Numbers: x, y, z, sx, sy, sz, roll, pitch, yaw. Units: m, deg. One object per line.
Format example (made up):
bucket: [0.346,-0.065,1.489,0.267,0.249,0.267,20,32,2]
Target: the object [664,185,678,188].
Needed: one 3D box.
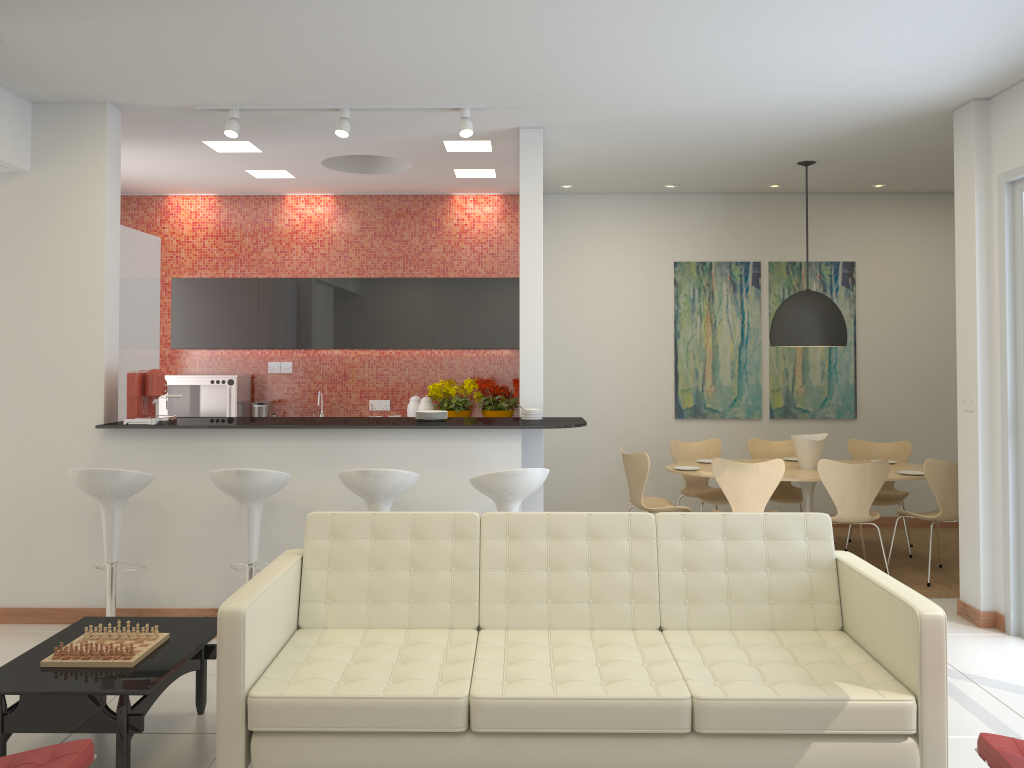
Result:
object: [1.464,-1.826,8.171,0.129,0.010,0.129,-2,3,-44]

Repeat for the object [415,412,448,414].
object: [-0.524,0.192,5.768,0.210,0.015,0.210,2,3,45]

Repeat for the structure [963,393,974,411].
structure: [2.806,0.110,5.448,0.013,0.104,0.114,0,0,1]

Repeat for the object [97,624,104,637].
object: [-1.749,1.044,3.760,0.030,0.052,0.030,0,-1,-7]

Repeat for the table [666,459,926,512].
table: [2.375,1.042,7.124,2.261,0.730,1.279,0,1,1]

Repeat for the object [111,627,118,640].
object: [-1.669,1.046,3.719,0.030,0.050,0.030,0,-1,8]

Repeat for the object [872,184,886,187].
object: [3.377,-1.825,8.150,0.129,0.010,0.129,-2,3,-44]

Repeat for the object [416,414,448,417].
object: [-0.524,0.206,5.768,0.210,0.015,0.210,2,3,45]

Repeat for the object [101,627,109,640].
object: [-1.709,1.046,3.720,0.030,0.050,0.030,0,-1,8]

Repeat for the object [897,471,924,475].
object: [3.054,0.682,6.760,0.210,0.015,0.210,-1,2,-34]

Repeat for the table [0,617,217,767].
table: [-1.645,1.304,3.647,0.701,0.423,0.916,0,1,1]

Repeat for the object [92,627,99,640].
object: [-1.749,1.046,3.720,0.030,0.050,0.030,0,-1,8]

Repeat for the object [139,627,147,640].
object: [-1.549,1.046,3.718,0.030,0.050,0.030,0,-1,8]

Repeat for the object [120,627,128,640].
object: [-1.629,1.046,3.719,0.030,0.050,0.030,0,-1,8]

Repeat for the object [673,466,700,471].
object: [1.390,0.673,7.037,0.210,0.015,0.210,1,2,23]

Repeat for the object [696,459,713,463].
object: [1.668,0.658,7.503,0.210,0.015,0.210,1,2,23]

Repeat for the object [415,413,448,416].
object: [-0.524,0.199,5.768,0.210,0.015,0.210,2,3,45]

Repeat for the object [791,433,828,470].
object: [2.386,0.539,7.122,0.271,0.280,0.261,0,0,36]

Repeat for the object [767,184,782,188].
object: [2.421,-1.825,8.160,0.129,0.010,0.129,-2,3,-44]

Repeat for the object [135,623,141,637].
object: [-1.589,1.042,3.758,0.030,0.055,0.030,0,-1,8]

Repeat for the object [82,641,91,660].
object: [-1.672,1.044,3.479,0.030,0.069,0.030,0,-1,8]

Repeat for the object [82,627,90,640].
object: [-1.789,1.046,3.720,0.030,0.050,0.030,0,-1,8]

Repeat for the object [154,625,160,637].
object: [-1.509,1.048,3.757,0.030,0.044,0.030,0,0,8]

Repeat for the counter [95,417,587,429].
counter: [-1.009,0.246,5.652,2.964,0.019,0.735,0,2,1]

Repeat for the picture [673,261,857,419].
picture: [2.419,-0.421,8.469,1.738,1.509,0.020,0,-2,1]

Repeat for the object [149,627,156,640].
object: [-1.509,1.046,3.717,0.030,0.050,0.030,0,-1,8]

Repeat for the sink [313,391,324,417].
sink: [-1.796,0.336,8.265,0.808,0.538,0.416,0,0,1]

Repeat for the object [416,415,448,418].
object: [-0.524,0.213,5.767,0.210,0.015,0.210,2,3,45]

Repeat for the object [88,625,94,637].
object: [-1.789,1.048,3.760,0.030,0.044,0.030,0,0,8]

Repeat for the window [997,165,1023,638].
window: [2.942,0.165,3.539,0.121,2.717,3.432,0,1,1]

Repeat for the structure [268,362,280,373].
structure: [-2.290,-0.158,8.520,0.114,0.105,0.013,0,-1,1]

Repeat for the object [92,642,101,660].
object: [-1.632,1.047,3.479,0.030,0.064,0.030,0,-1,8]

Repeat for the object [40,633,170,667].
object: [-1.650,1.084,3.618,0.360,0.021,0.360,0,2,1]

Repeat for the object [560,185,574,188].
object: [0.507,-1.826,8.182,0.129,0.010,0.129,-2,3,-44]

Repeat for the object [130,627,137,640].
object: [-1.589,1.046,3.718,0.030,0.050,0.030,0,-1,8]

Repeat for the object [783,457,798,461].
object: [2.448,0.653,7.651,0.210,0.015,0.210,1,2,18]

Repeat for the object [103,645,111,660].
object: [-1.592,1.052,3.478,0.030,0.055,0.030,0,-1,8]

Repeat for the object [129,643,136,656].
object: [-1.512,1.053,3.517,0.030,0.050,0.030,0,-1,8]

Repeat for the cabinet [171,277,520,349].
cabinet: [-1.535,-0.659,8.355,3.242,0.661,0.351,0,-1,1]

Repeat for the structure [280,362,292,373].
structure: [-2.172,-0.158,8.521,0.114,0.105,0.008,0,-2,1]

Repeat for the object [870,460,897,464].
object: [3.132,0.659,7.463,0.210,0.015,0.210,-1,2,-21]

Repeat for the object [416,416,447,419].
object: [-0.524,0.220,5.767,0.210,0.015,0.210,2,3,45]

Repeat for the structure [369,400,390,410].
structure: [-1.270,0.204,8.497,0.198,0.099,0.016,0,-1,1]

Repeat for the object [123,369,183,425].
object: [-2.183,0.073,5.498,0.320,0.337,0.320,0,0,1]

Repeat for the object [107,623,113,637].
object: [-1.709,1.042,3.760,0.030,0.055,0.030,0,-1,8]

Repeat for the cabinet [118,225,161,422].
cabinet: [-3.478,0.176,6.137,1.637,2.527,1.056,0,-1,1]

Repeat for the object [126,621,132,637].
object: [-1.629,1.038,3.759,0.030,0.064,0.030,0,-1,8]

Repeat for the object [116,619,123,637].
object: [-1.669,1.035,3.759,0.030,0.069,0.030,0,-1,8]

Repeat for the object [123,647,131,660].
object: [-1.512,1.057,3.477,0.030,0.044,0.030,0,0,8]
